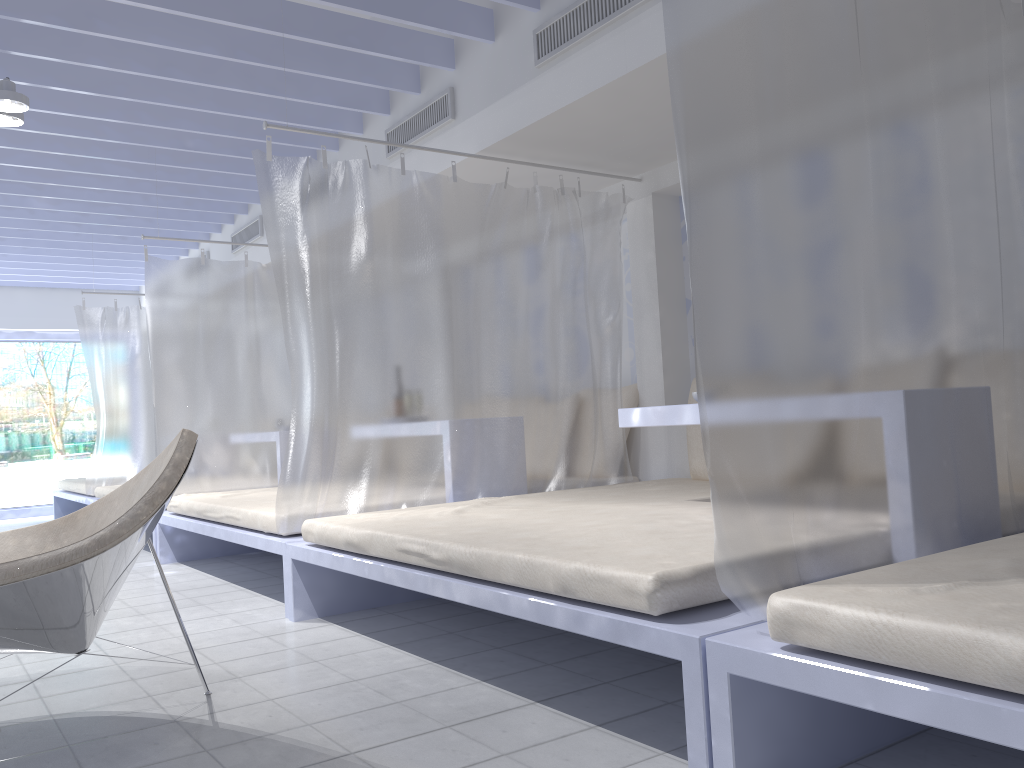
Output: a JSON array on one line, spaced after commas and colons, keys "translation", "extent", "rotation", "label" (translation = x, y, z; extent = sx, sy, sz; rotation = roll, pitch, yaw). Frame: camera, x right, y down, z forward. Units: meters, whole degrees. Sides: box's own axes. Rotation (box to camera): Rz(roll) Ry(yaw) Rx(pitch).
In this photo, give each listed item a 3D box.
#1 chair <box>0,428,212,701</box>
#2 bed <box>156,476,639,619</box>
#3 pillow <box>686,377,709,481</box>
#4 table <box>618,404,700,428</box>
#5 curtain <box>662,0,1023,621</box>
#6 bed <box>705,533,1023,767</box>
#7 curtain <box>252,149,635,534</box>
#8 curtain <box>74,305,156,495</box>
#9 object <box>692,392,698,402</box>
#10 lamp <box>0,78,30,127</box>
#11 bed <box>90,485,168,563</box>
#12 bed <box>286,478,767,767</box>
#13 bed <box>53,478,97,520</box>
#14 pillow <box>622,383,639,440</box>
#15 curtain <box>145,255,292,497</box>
[{"translation": [-1.201, 0.513, 2.356], "extent": [0.753, 0.759, 0.906], "rotation": [-2, -3, -31], "label": "chair"}, {"translation": [-0.673, 0.767, 4.970], "extent": [2.022, 0.422, 2.200], "rotation": [-1, -3, -35], "label": "bed"}, {"translation": [1.022, 0.204, 4.165], "extent": [0.231, 0.510, 0.572], "rotation": [-1, -3, -35], "label": "pillow"}, {"translation": [0.849, 0.270, 2.734], "extent": [0.416, 0.450, 1.065], "rotation": [-1, -3, -35], "label": "table"}, {"translation": [1.135, -0.328, 2.262], "extent": [1.998, 1.559, 0.125], "rotation": [-1, -3, -36], "label": "curtain"}, {"translation": [1.813, 0.468, 1.326], "extent": [2.016, 0.427, 2.200], "rotation": [-1, -3, -35], "label": "bed"}, {"translation": [-0.154, -0.199, 4.065], "extent": [2.050, 1.552, 0.151], "rotation": [-1, -3, -35], "label": "curtain"}, {"translation": [-2.651, 0.098, 7.697], "extent": [2.050, 1.552, 0.151], "rotation": [-1, -3, -35], "label": "curtain"}, {"translation": [0.667, 0.048, 3.074], "extent": [0.082, 0.043, 0.082], "rotation": [-4, -3, 17], "label": "object"}, {"translation": [-2.460, -1.322, 3.880], "extent": [0.587, 0.218, 0.380], "rotation": [-1, -3, -35], "label": "lamp"}, {"translation": [-1.934, 0.913, 6.775], "extent": [2.016, 0.427, 2.200], "rotation": [-1, -3, -35], "label": "bed"}, {"translation": [0.563, 0.616, 3.144], "extent": [2.016, 0.427, 2.200], "rotation": [-1, -3, -35], "label": "bed"}, {"translation": [-3.169, 1.063, 8.600], "extent": [2.022, 0.422, 2.200], "rotation": [-1, -3, -35], "label": "bed"}, {"translation": [0.482, 0.268, 4.950], "extent": [0.231, 0.510, 0.572], "rotation": [-2, -3, -34], "label": "pillow"}, {"translation": [-1.363, -0.031, 5.895], "extent": [1.998, 1.559, 0.125], "rotation": [-1, -3, -36], "label": "curtain"}]
